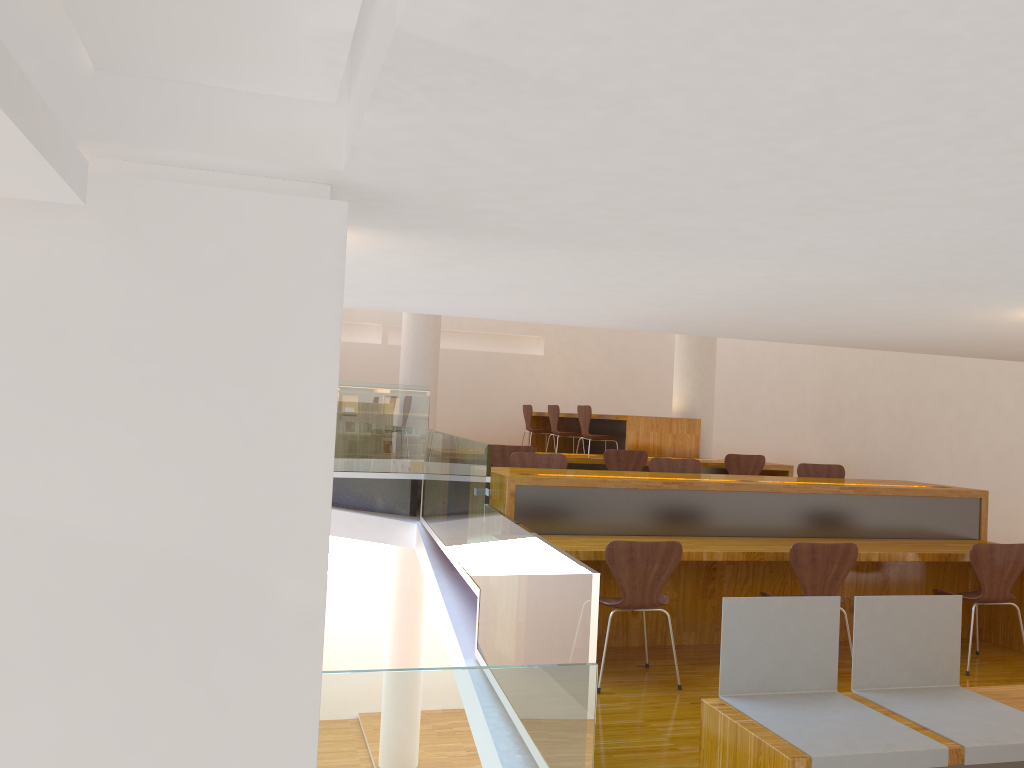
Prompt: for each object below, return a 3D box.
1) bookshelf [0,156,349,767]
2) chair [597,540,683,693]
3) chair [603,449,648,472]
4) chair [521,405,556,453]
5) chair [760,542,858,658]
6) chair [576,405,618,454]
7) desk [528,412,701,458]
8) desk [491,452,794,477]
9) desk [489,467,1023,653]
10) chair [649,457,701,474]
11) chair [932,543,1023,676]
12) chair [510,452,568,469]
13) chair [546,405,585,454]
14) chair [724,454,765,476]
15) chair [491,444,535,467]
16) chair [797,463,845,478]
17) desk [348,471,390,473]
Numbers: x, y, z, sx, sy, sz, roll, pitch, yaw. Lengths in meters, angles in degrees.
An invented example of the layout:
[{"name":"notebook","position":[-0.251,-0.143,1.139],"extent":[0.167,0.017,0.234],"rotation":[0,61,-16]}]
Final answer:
[{"name":"bookshelf","position":[-2.076,0.545,0.840],"extent":[3.666,1.836,0.397],"rotation":[3,-2,-16]},{"name":"chair","position":[0.559,1.079,4.286],"extent":[0.428,0.693,0.381],"rotation":[3,-2,-16]},{"name":"chair","position":[0.870,0.885,7.387],"extent":[0.428,0.693,0.381],"rotation":[3,-2,-16]},{"name":"chair","position":[0.334,0.612,11.010],"extent":[0.381,0.693,0.428],"rotation":[3,-2,-16]},{"name":"chair","position":[1.491,1.134,4.551],"extent":[0.428,0.693,0.381],"rotation":[3,-2,-16]},{"name":"chair","position":[0.871,0.570,8.990],"extent":[0.381,0.693,0.428],"rotation":[3,-2,-16]},{"name":"desk","position":[1.018,0.651,10.015],"extent":[0.760,0.606,3.185],"rotation":[3,-2,-16]},{"name":"desk","position":[0.888,0.952,7.898],"extent":[3.185,0.606,0.760],"rotation":[3,-2,-16]},{"name":"desk","position":[1.425,1.046,5.296],"extent":[3.236,0.918,1.285],"rotation":[3,-2,-16]},{"name":"chair","position":[1.138,0.846,5.853],"extent":[0.428,0.693,0.381],"rotation":[3,-2,-16]},{"name":"chair","position":[2.555,1.200,4.894],"extent":[0.428,0.693,0.381],"rotation":[3,-2,-16]},{"name":"chair","position":[0.205,0.790,5.588],"extent":[0.428,0.693,0.381],"rotation":[3,-2,-16]},{"name":"chair","position":[0.604,0.589,9.923],"extent":[0.381,0.693,0.428],"rotation":[3,-2,-16]},{"name":"chair","position":[1.934,0.950,7.730],"extent":[0.428,0.693,0.381],"rotation":[3,-2,-16]},{"name":"chair","position":[-0.062,0.829,7.122],"extent":[0.428,0.693,0.381],"rotation":[3,-2,-16]},{"name":"chair","position":[2.223,0.910,6.122],"extent":[0.428,0.693,0.381],"rotation":[3,-2,-16]},{"name":"desk","position":[-2.209,0.373,9.062],"extent":[1.527,0.785,3.243],"rotation":[3,-2,-16]}]
